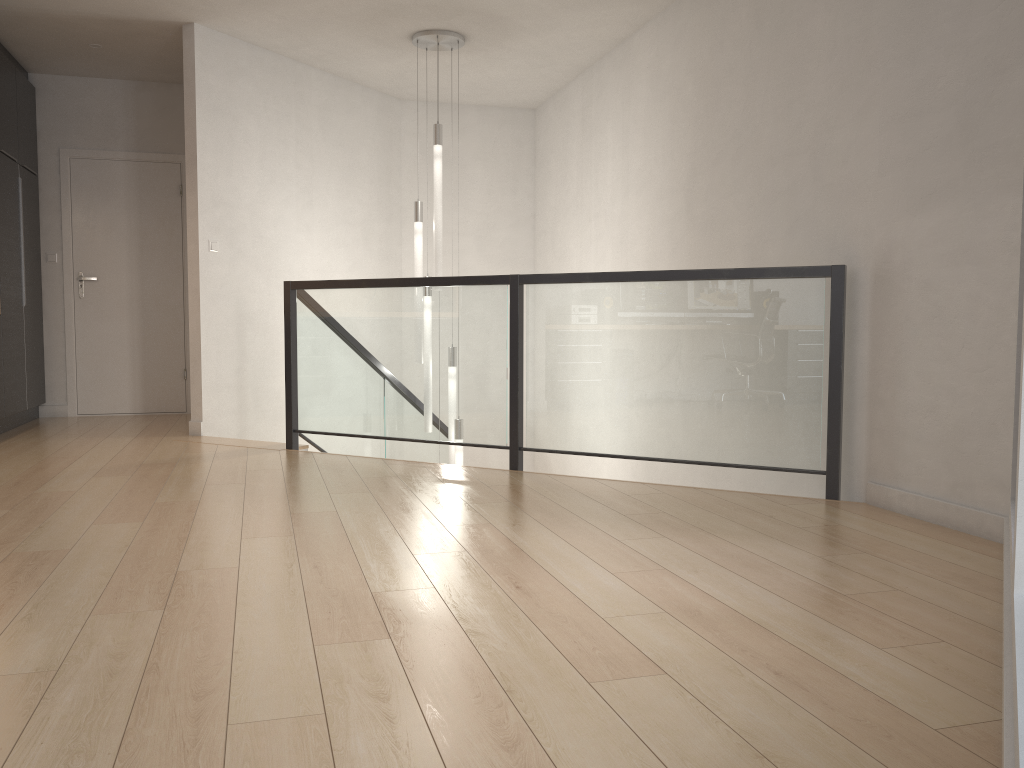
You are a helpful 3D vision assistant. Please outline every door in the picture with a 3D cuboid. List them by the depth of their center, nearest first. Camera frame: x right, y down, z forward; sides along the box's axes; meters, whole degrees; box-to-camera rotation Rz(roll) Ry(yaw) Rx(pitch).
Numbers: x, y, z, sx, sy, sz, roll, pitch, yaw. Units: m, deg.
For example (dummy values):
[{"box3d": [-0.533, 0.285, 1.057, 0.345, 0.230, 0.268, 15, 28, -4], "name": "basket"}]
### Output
[{"box3d": [-3.114, -0.807, 7.216, 0.974, 2.136, 0.085, -1, 4, -16], "name": "door"}]

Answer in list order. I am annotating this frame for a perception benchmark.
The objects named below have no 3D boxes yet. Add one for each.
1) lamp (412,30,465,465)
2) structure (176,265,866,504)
[{"box3d": [-0.505, -1.505, 6.123, 0.359, 6.725, 0.359, 2, 4, 20], "name": "lamp"}, {"box3d": [0.324, 1.518, 6.005, 4.190, 4.339, 2.823, 2, 4, 29], "name": "structure"}]
